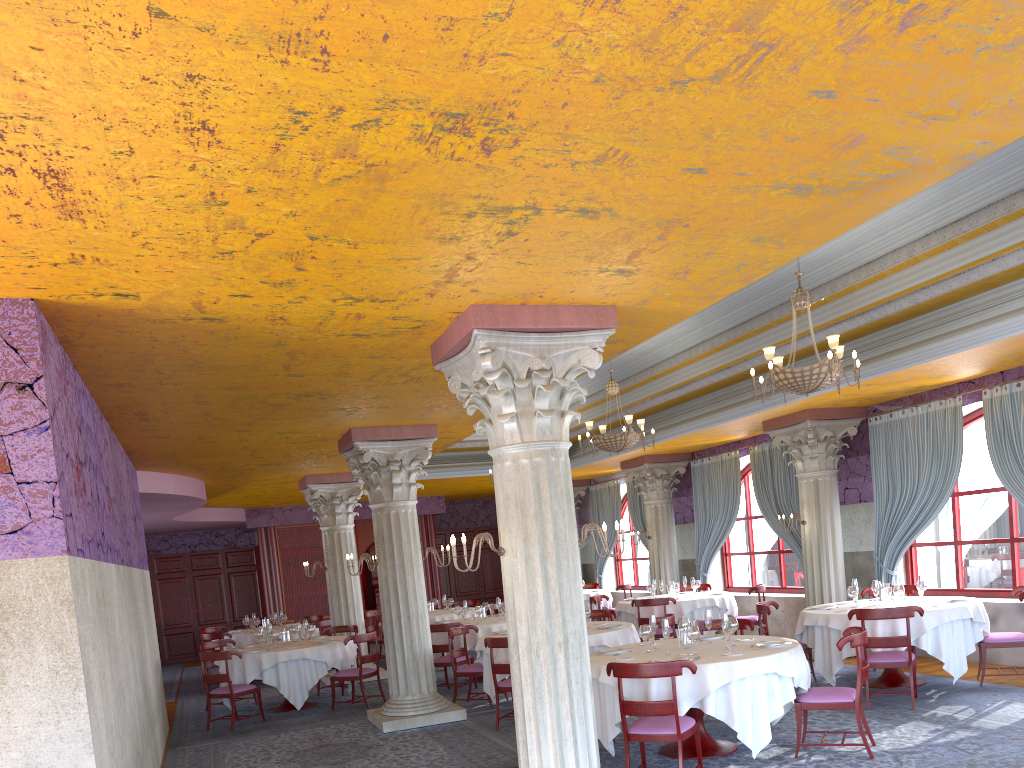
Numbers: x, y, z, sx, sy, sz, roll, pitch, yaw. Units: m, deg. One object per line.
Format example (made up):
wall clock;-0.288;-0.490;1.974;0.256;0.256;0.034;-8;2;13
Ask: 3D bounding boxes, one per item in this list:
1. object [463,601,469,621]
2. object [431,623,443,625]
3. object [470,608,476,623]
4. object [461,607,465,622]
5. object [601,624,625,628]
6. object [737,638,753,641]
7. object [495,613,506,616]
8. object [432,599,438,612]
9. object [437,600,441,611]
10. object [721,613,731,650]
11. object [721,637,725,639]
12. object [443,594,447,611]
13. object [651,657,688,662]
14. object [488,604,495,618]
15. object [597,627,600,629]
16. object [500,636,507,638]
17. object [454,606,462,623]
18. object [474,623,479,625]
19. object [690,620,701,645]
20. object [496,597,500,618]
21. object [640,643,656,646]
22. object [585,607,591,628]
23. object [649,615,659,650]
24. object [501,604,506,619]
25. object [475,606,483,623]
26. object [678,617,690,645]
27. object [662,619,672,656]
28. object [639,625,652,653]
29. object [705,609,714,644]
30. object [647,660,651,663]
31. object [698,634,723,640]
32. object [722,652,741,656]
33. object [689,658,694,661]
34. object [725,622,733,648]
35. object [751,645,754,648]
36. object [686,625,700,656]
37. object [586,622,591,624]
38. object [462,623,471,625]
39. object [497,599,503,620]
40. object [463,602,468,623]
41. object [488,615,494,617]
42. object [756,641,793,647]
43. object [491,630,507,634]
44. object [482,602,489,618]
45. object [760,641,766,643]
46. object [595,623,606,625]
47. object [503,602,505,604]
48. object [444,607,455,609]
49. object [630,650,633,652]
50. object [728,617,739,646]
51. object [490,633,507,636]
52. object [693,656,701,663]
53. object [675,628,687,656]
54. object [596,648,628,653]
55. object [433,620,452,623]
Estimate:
object;-0.766;3.749;14.159;0.074;0.339;0.072;-4;4;16
object;-1.216;3.925;14.033;0.260;0.020;0.054;-12;-11;29
object;-0.614;3.669;13.573;0.086;0.240;0.084;-5;2;5
object;-0.808;3.779;14.043;0.085;0.240;0.085;-6;2;-18
object;1.266;3.035;10.710;0.311;0.024;0.320;-1;-12;-20
object;2.257;2.474;8.282;0.157;0.009;0.162;-1;-12;-20
object;-0.147;3.931;14.603;0.314;0.024;0.316;-7;-11;10
object;-1.566;4.497;17.417;0.121;0.266;0.123;-6;2;-29
object;-1.467;4.489;17.353;0.085;0.240;0.085;-6;2;-18
object;1.934;2.238;7.747;0.073;0.339;0.074;-7;4;-29
object;2.141;2.548;8.612;0.028;0.013;0.233;-9;-11;24
object;-1.352;4.419;17.302;0.074;0.339;0.072;-4;4;16
object;1.345;2.367;7.325;0.313;0.024;0.318;-5;-11;0
object;-0.339;3.771;14.234;0.085;0.240;0.085;-6;2;-18
object;1.073;3.071;10.765;0.030;0.011;0.139;-10;-12;26
object;-0.074;3.187;10.788;0.158;0.009;0.161;-5;-11;0
object;-0.874;3.753;13.945;0.123;0.266;0.120;-4;2;38
object;-0.582;3.694;13.161;0.055;0.020;0.257;-10;-12;28
object;1.792;2.416;8.340;0.084;0.240;0.086;-7;3;-40
object;-0.225;3.701;14.183;0.074;0.339;0.072;-3;4;38
object;1.377;2.630;8.650;0.157;0.009;0.162;-1;-12;-20
object;0.958;2.999;10.983;0.122;0.266;0.122;-6;1;-7
object;1.365;2.394;8.265;0.073;0.339;0.074;-7;4;-29
object;-0.146;3.661;13.763;0.086;0.240;0.084;-5;2;5
object;-0.518;3.633;13.506;0.121;0.266;0.123;-6;2;-29
object;1.693;2.425;8.405;0.123;0.266;0.120;-5;2;16
object;1.393;2.285;7.723;0.073;0.339;0.074;-7;4;-29
object;1.257;2.398;8.051;0.121;0.266;0.123;-6;2;-29
object;1.907;2.346;8.289;0.073;0.339;0.074;-7;4;-29
object;1.189;2.407;7.424;0.028;0.013;0.233;-9;-11;24
object;1.984;2.576;8.709;0.311;0.024;0.320;4;-14;-39
object;1.897;2.337;7.403;0.157;0.009;0.162;-1;-12;-20
object;1.514;2.353;7.282;0.022;0.003;0.254;-10;-12;23
object;1.985;2.306;7.870;0.086;0.240;0.084;-5;2;5
object;2.164;2.378;7.747;0.030;0.011;0.139;-10;-12;26
object;1.613;2.278;7.613;0.122;0.266;0.122;-6;1;-7
object;1.050;3.241;11.629;0.028;0.013;0.233;-9;-11;24
object;-0.786;3.722;13.219;0.311;0.024;0.320;-1;-12;-20
object;-0.197;3.593;13.641;0.074;0.339;0.072;-4;4;16
object;-0.738;3.640;13.617;0.073;0.339;0.074;-7;4;-29
object;-0.351;3.964;14.661;0.055;0.020;0.257;-10;-12;28
object;2.357;2.341;7.692;0.313;0.024;0.318;-5;-11;0
object;-0.120;3.295;11.360;0.311;0.024;0.320;-1;-12;-20
object;-0.438;3.780;14.299;0.122;0.266;0.122;-6;1;-7
object;2.414;2.378;7.896;0.260;0.020;0.054;-12;-11;29
object;1.166;3.168;11.300;0.157;0.009;0.162;4;-14;-39
object;-0.082;3.660;13.860;0.123;0.266;0.120;-4;2;38
object;-1.275;4.648;17.722;0.311;0.024;0.320;4;-14;-39
object;1.166;2.579;8.288;0.030;0.011;0.139;-10;-12;26
object;2.049;2.305;7.966;0.121;0.266;0.123;-6;2;-29
object;-0.176;3.263;11.156;0.260;0.020;0.054;-12;-11;29
object;1.549;2.339;7.267;0.055;0.020;0.257;-10;-12;28
object;1.517;2.314;7.679;0.085;0.240;0.085;-6;2;-18
object;0.971;2.602;8.342;0.313;0.024;0.318;-5;-11;0
object;-1.160;3.957;14.236;0.311;0.024;0.320;4;-14;-39
